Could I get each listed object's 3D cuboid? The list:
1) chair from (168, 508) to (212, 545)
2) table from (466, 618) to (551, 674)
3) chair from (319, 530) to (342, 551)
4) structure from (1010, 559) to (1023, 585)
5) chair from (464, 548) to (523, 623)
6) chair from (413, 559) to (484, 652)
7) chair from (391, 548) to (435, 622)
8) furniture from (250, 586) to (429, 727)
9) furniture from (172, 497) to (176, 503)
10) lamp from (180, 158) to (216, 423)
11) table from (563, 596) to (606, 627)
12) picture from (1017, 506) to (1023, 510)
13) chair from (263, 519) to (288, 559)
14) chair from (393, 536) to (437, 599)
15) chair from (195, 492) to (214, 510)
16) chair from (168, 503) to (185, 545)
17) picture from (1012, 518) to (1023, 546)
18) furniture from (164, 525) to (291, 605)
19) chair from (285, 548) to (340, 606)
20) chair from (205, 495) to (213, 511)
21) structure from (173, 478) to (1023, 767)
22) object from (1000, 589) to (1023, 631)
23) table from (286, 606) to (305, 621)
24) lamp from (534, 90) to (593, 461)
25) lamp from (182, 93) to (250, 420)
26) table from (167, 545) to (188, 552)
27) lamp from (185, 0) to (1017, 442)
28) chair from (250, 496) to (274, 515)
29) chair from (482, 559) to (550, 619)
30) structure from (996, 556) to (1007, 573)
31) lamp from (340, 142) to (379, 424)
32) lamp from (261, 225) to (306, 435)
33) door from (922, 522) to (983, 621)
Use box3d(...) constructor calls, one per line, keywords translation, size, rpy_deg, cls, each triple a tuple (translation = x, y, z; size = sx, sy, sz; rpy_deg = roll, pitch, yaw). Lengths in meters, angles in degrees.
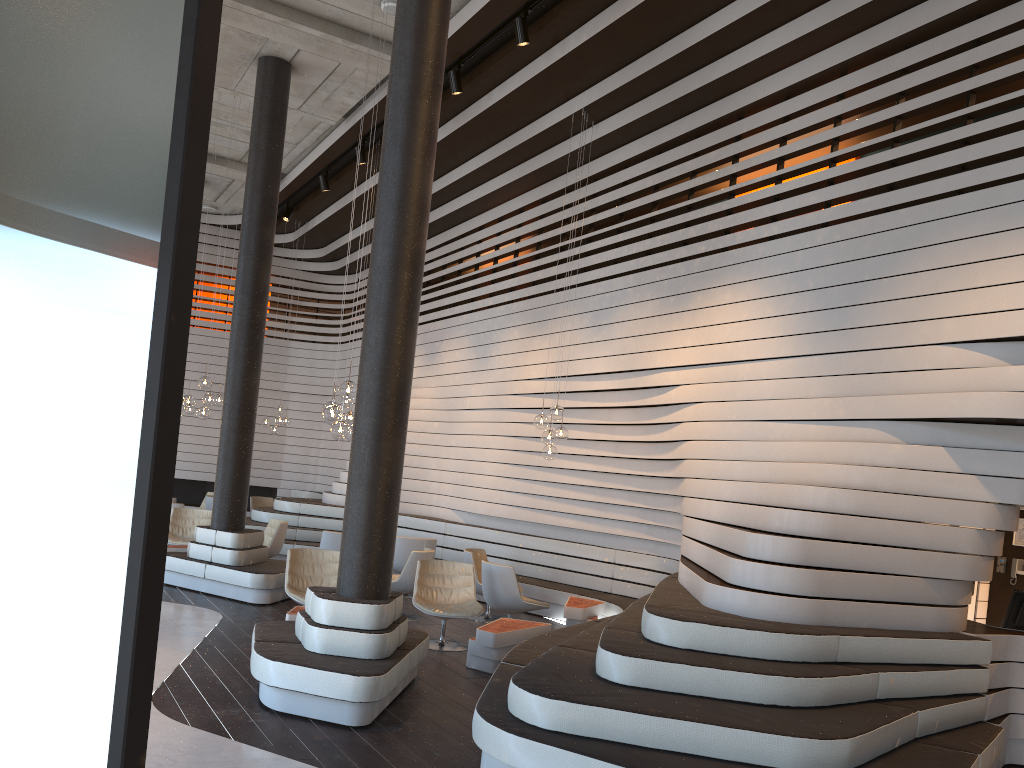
box3d(translation=(-4.264, 2.044, 11.635), size=(0.656, 0.765, 0.713), rpy_deg=(6, -3, -11), cls="chair")
box3d(translation=(-0.075, 2.259, 7.612), size=(0.414, 0.369, 0.908), rpy_deg=(4, -5, 33), cls="table")
box3d(translation=(-2.090, 2.193, 10.896), size=(0.656, 0.765, 0.713), rpy_deg=(6, -3, -9), cls="chair")
box3d(translation=(4.877, 1.802, 8.390), size=(0.026, 0.254, 0.258), rpy_deg=(6, -2, -31), cls="structure")
box3d(translation=(-0.233, 2.298, 10.053), size=(0.710, 0.765, 0.658), rpy_deg=(5, -2, 15), cls="chair")
box3d(translation=(-0.618, 2.073, 8.271), size=(0.656, 0.765, 0.713), rpy_deg=(6, -3, -13), cls="chair")
box3d(translation=(-1.231, 2.142, 9.550), size=(0.710, 0.765, 0.658), rpy_deg=(5, -2, 11), cls="chair")
box3d(translation=(-1.333, 1.813, 6.264), size=(1.274, 0.721, 1.780), rpy_deg=(5, -5, 6), cls="furniture")
box3d(translation=(-6.186, 2.175, 14.598), size=(1.276, 0.721, 1.777), rpy_deg=(9, -6, -34), cls="furniture")
box3d(translation=(-4.865, -1.689, 13.507), size=(0.275, 4.625, 0.544), rpy_deg=(6, 0, 22), cls="lamp")
box3d(translation=(0.781, 2.544, 9.494), size=(0.413, 0.369, 0.910), rpy_deg=(5, -5, 8), cls="table")
box3d(translation=(4.930, 1.075, 8.415), size=(0.014, 0.262, 0.202), rpy_deg=(6, -2, -29), cls="picture")
box3d(translation=(-3.266, 2.112, 11.298), size=(0.711, 0.765, 0.658), rpy_deg=(7, -3, -26), cls="chair")
box3d(translation=(-1.317, 2.308, 11.236), size=(0.656, 0.765, 0.712), rpy_deg=(7, -3, -22), cls="chair")
box3d(translation=(-5.797, 2.364, 16.246), size=(0.711, 0.765, 0.658), rpy_deg=(7, -3, -27), cls="chair")
box3d(translation=(-5.011, 2.102, 12.943), size=(0.656, 0.765, 0.713), rpy_deg=(6, -3, 8), cls="chair")
box3d(translation=(4.895, 1.418, 8.417), size=(0.014, 0.262, 0.202), rpy_deg=(6, -2, -29), cls="picture")
box3d(translation=(-3.061, 2.043, 10.196), size=(1.773, 0.721, 1.279), rpy_deg=(3, -5, 31), cls="furniture")
box3d(translation=(-1.776, 1.938, 8.131), size=(0.657, 0.765, 0.712), rpy_deg=(7, -3, -28), cls="chair")
box3d(translation=(-5.018, 2.356, 15.389), size=(0.710, 0.765, 0.658), rpy_deg=(7, -3, -25), cls="chair")
box3d(translation=(-1.739, 2.293, 12.287), size=(5.779, 0.925, 18.267), rpy_deg=(10, -7, -32), cls="structure")
box3d(translation=(3.978, 1.814, 6.566), size=(0.596, 0.553, 0.369), rpy_deg=(5, -2, 11), cls="object")
box3d(translation=(-1.502, 2.088, 7.396), size=(0.906, 0.370, 0.415), rpy_deg=(8, -4, -27), cls="table")
box3d(translation=(0.604, -1.520, 9.493), size=(0.333, 4.711, 0.531), rpy_deg=(6, 0, 23), cls="lamp")
box3d(translation=(-3.706, -1.868, 11.171), size=(0.544, 4.671, 0.293), rpy_deg=(6, 0, -44), cls="lamp")
box3d(translation=(-4.057, 2.182, 10.849), size=(0.907, 0.370, 0.414), rpy_deg=(10, -5, -37), cls="table")
box3d(translation=(2.677, -1.828, 3.481), size=(9.040, 4.606, 42.058), rpy_deg=(9, -6, -29), cls="lamp")
box3d(translation=(-4.568, 2.515, 16.472), size=(0.711, 0.765, 0.658), rpy_deg=(4, -3, 34), cls="chair")
box3d(translation=(0.005, 2.219, 9.051), size=(0.711, 0.765, 0.658), rpy_deg=(7, -3, -30), cls="chair")
box3d(translation=(4.772, 1.761, 8.591), size=(0.009, 0.155, 0.086), rpy_deg=(6, -1, -29), cls="structure")
box3d(translation=(-2.008, -1.594, 12.107), size=(0.293, 4.671, 0.544), rpy_deg=(6, 0, -34), cls="lamp")
box3d(translation=(-4.174, -1.373, 16.398), size=(0.544, 4.671, 0.293), rpy_deg=(6, 0, -4), cls="lamp")
box3d(translation=(4.139, 1.913, 8.405), size=(0.971, 2.104, 0.163), rpy_deg=(6, 0, -29), cls="door")
